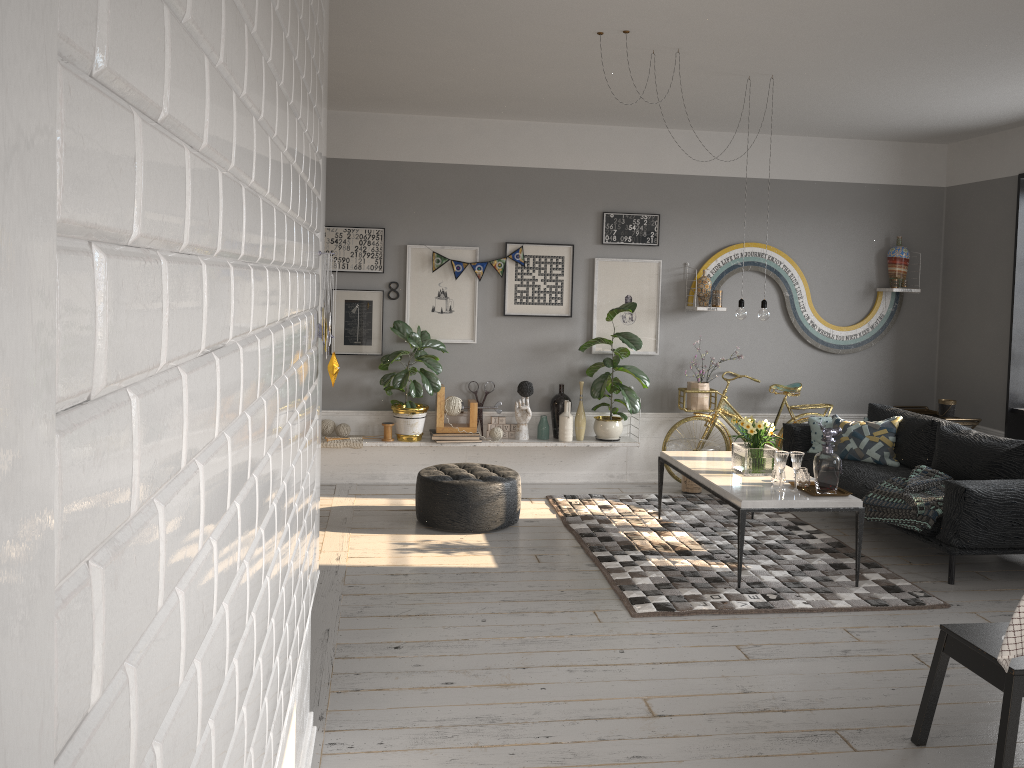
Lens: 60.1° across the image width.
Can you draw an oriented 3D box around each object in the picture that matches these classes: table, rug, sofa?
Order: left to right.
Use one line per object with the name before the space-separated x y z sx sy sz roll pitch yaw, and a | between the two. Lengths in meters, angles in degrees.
rug | 1.300 1.025 5.815 1.769 0.034 2.540 1 6 -8
table | 1.495 0.813 5.604 0.732 0.509 1.463 1 6 -8
sofa | 2.783 0.647 6.202 0.970 0.794 2.353 1 6 -9
table | 3.569 0.574 7.493 0.339 0.677 0.746 1 5 -8
table | 2.492 1.062 2.384 2.024 0.781 0.936 1 5 -9

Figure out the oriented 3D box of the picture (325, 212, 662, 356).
picture | -2.062 -0.590 4.983 7.290 1.788 4.060 1 6 -8

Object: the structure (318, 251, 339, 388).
structure | -0.602 -0.211 2.900 0.078 0.446 0.134 1 3 -20

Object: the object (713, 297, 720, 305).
object | 1.723 -0.691 7.460 0.062 0.081 0.062 -1 5 -33

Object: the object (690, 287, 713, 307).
object | 1.569 -0.721 7.342 0.197 0.165 0.060 4 4 25

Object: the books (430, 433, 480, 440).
books | -0.461 0.414 7.132 0.384 0.029 0.261 1 6 -8

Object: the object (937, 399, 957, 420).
object | 3.571 0.213 7.271 0.142 0.160 0.139 4 5 30

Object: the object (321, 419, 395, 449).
object | -1.326 0.344 7.011 0.784 0.306 0.330 1 5 -8

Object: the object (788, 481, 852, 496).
object | 1.784 0.609 5.138 0.246 0.015 0.320 1 6 -8

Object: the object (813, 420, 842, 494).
object | 1.810 0.416 5.067 0.156 0.415 0.149 2 3 11

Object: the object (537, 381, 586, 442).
object | 0.410 0.216 7.255 0.332 0.486 0.286 5 5 42

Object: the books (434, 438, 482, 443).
books | -0.451 0.438 7.139 0.368 0.021 0.298 0 7 -14

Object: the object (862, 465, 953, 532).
object | 2.580 0.737 5.563 0.490 0.328 0.670 0 6 -13

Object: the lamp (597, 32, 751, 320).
lamp | 0.963 -1.138 5.169 1.397 1.531 0.074 -2 4 -39

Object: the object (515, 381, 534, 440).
object | 0.097 0.214 7.225 0.155 0.481 0.137 1 3 -9

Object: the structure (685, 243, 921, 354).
structure | 2.490 -0.731 7.555 2.021 0.952 0.268 1 3 -8

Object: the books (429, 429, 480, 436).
books | -0.465 0.391 7.141 0.379 0.017 0.230 0 7 -11

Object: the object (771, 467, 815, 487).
object | 1.708 0.564 5.244 0.279 0.087 0.247 -2 7 -30

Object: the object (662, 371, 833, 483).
object | 2.070 0.388 7.480 1.625 0.966 0.428 0 4 -17

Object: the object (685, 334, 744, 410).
object | 1.689 -0.090 7.379 0.488 0.639 0.254 2 3 9

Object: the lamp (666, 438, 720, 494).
lamp | 1.467 0.666 7.197 0.433 0.436 0.434 3 5 22

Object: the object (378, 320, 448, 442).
object | -0.794 -0.027 7.005 0.510 0.960 0.548 0 4 -23

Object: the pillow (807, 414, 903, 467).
pillow | 2.645 0.396 6.801 0.443 0.360 0.802 -1 6 -26

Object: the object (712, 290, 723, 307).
object | 1.711 -0.710 7.378 0.086 0.139 0.086 1 4 -16

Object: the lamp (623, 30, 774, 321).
lamp | 1.095 -1.129 5.128 1.397 1.531 0.074 -2 4 -39

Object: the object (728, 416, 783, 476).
object | 1.533 0.385 5.583 0.325 0.350 0.353 1 5 -6

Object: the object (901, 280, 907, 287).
object | 3.359 -0.857 7.578 0.050 0.058 0.050 0 4 -19

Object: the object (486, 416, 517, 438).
object | -0.076 0.355 7.302 0.265 0.173 0.078 1 3 -3

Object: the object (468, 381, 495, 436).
object | -0.255 0.207 7.305 0.221 0.462 0.019 1 3 -8

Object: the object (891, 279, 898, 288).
object | 3.287 -0.862 7.601 0.060 0.079 0.060 0 4 -20

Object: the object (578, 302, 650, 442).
object | 0.842 -0.105 7.269 0.568 1.146 0.416 4 4 31

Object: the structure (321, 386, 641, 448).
structure | -0.327 0.260 7.179 2.775 0.485 0.309 1 4 -8

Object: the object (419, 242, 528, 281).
object | -0.304 -1.005 7.242 0.914 0.338 0.057 1 3 -9

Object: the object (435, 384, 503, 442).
object | -0.340 0.235 7.146 0.545 0.438 0.239 1 3 -8

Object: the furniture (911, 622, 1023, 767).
furniture | 2.344 1.136 3.166 1.669 0.454 0.468 1 5 -8

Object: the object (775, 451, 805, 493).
object | 1.593 0.505 5.093 0.167 0.226 0.082 2 3 3

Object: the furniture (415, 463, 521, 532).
furniture | -0.303 0.775 6.164 0.735 0.355 0.739 -1 6 -21

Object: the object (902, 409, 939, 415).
object | 3.556 0.243 7.630 0.246 0.015 0.320 1 6 -8

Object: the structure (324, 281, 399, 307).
structure | -1.281 -0.705 7.142 0.739 0.262 0.024 1 3 -8
